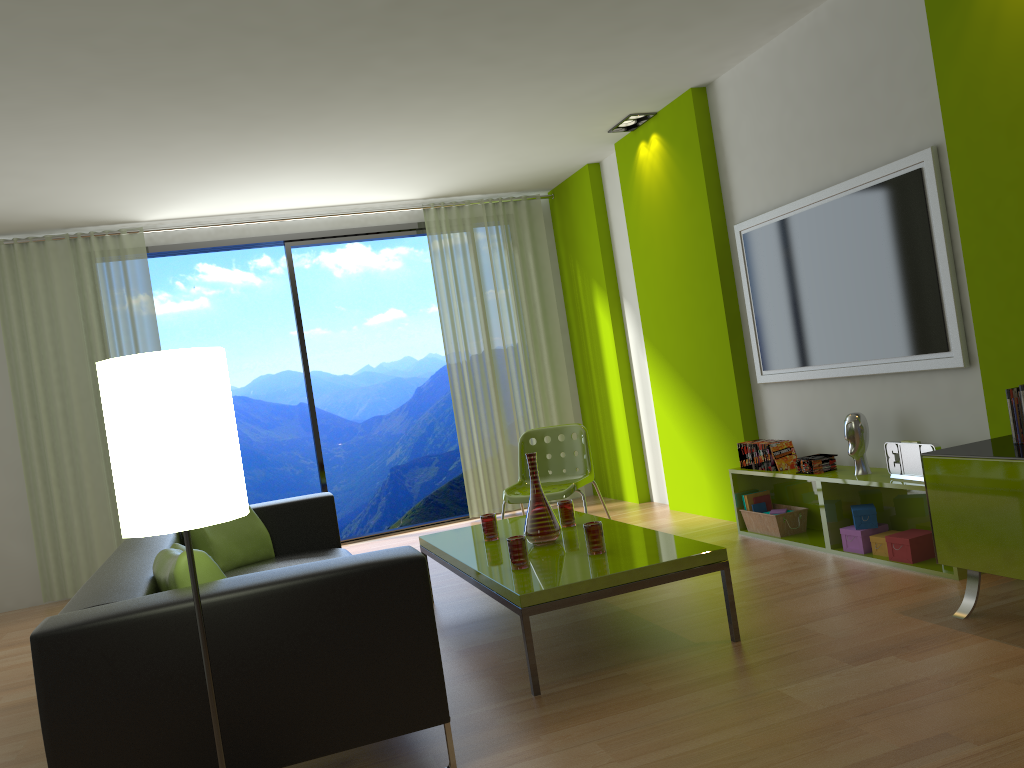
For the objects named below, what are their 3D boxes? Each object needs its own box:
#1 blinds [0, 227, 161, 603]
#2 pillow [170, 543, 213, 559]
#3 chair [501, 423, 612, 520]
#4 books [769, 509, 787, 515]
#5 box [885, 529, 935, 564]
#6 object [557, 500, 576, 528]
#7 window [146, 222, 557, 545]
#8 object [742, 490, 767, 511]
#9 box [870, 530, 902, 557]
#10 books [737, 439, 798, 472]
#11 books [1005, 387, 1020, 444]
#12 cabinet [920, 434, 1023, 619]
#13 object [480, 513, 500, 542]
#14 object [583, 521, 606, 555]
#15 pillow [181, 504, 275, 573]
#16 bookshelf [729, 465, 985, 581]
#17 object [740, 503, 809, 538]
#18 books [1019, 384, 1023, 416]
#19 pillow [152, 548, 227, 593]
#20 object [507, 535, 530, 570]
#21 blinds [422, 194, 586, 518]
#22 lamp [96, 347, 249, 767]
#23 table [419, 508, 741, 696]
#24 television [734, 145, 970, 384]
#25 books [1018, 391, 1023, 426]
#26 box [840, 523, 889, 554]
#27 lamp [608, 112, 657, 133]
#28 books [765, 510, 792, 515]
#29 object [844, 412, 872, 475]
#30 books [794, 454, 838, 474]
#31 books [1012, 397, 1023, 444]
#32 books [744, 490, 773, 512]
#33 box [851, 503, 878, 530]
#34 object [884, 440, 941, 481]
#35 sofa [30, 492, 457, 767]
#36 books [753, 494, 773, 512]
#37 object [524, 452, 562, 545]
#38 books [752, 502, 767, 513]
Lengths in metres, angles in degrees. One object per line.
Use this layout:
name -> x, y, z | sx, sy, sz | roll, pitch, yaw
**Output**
blinds -> -2.997, 0.192, 6.368 | 1.012, 2.568, 0.067 | -9, 0, -18
pillow -> -1.093, 0.722, 3.125 | 0.164, 0.317, 0.380 | -9, 0, -34
chair -> 0.231, 0.650, 5.297 | 0.640, 0.759, 0.546 | -9, 0, 21
books -> 1.473, 0.705, 4.901 | 0.087, 0.008, 0.110 | -9, 0, 22
box -> 1.784, 0.723, 3.945 | 0.202, 0.116, 0.135 | -9, 0, -23
object -> 0.261, 0.619, 4.225 | 0.076, 0.122, 0.075 | -9, 0, 17
window -> -1.406, 0.034, 7.117 | 3.336, 2.498, 0.219 | -9, 0, -18
object -> 1.414, 0.724, 5.096 | 0.158, 0.200, 0.040 | -9, 0, -18
box -> 1.750, 0.740, 4.099 | 0.169, 0.093, 0.102 | -9, 0, -23
books -> 1.425, 0.395, 4.928 | 0.147, 0.150, 0.370 | -9, 0, -18
books -> 1.836, 0.107, 3.153 | 0.163, 0.201, 0.025 | -9, 0, -18
cabinet -> 2.263, 0.439, 1.705 | 0.547, 0.593, 3.384 | -9, 0, -18
object -> -0.104, 0.674, 4.165 | 0.076, 0.122, 0.075 | -9, 0, 17
object -> 0.326, 0.610, 3.501 | 0.075, 0.122, 0.076 | -9, 0, 38
pillow -> -1.414, 0.750, 4.354 | 0.269, 0.362, 0.399 | -9, 0, 31
bookshelf -> 1.673, 0.622, 4.403 | 0.306, 0.378, 1.630 | -9, 0, -18
object -> 1.465, 0.760, 4.946 | 0.213, 0.129, 0.367 | -9, 0, -18
books -> 1.852, 0.098, 3.086 | 0.172, 0.215, 0.030 | -9, 0, -18
pillow -> -0.964, 0.687, 2.755 | 0.210, 0.403, 0.457 | -9, 0, -32
object -> 0.025, 0.655, 3.442 | 0.076, 0.122, 0.075 | -9, 0, 17
blinds -> -0.061, -0.254, 7.324 | 1.012, 2.568, 0.067 | -9, 0, -18
lamp -> -0.722, 0.550, 2.061 | 0.302, 1.244, 0.295 | -9, 0, -18
table -> 0.176, 0.866, 3.922 | 0.810, 0.349, 1.682 | -9, 0, -18
television -> 1.608, -0.500, 4.452 | 0.028, 0.941, 1.537 | -9, 0, -18
books -> 1.855, 0.110, 3.115 | 0.151, 0.191, 0.025 | -9, 0, -18
box -> 1.690, 0.737, 4.240 | 0.202, 0.116, 0.135 | -9, 0, -23
lamp -> 0.777, -1.773, 5.821 | 0.192, 0.131, 0.352 | -9, 0, -18
books -> 1.483, 0.721, 4.885 | 0.143, 0.025, 0.182 | -9, 0, -18
object -> 1.661, 0.288, 4.243 | 0.107, 0.305, 0.107 | -9, 0, 39
books -> 1.554, 0.410, 4.539 | 0.164, 0.078, 0.172 | -9, 0, -19
books -> 1.845, 0.122, 3.133 | 0.163, 0.171, 0.017 | -9, 0, -18
books -> 1.421, 0.722, 5.073 | 0.158, 0.202, 0.051 | -9, 0, -18
box -> 1.682, 0.633, 4.234 | 0.102, 0.093, 0.138 | -9, 0, 17
object -> 1.756, 0.337, 3.878 | 0.047, 0.176, 0.340 | -9, 0, -13
sofa -> -1.031, 0.906, 3.554 | 1.061, 0.639, 2.583 | -9, 0, -18
books -> 1.440, 0.729, 5.055 | 0.105, 0.182, 0.031 | -9, 0, -18
object -> 0.112, 0.499, 3.873 | 0.168, 0.400, 0.168 | -9, 0, -32
books -> 1.413, 0.751, 5.031 | 0.086, 0.148, 0.025 | -9, 0, -18
